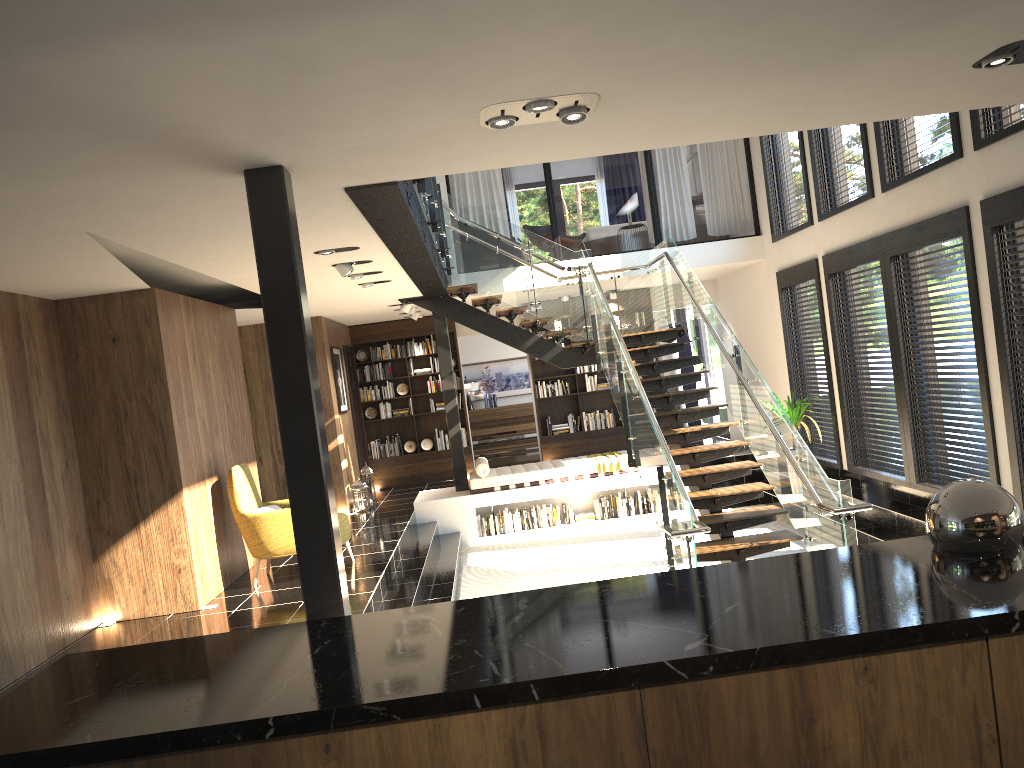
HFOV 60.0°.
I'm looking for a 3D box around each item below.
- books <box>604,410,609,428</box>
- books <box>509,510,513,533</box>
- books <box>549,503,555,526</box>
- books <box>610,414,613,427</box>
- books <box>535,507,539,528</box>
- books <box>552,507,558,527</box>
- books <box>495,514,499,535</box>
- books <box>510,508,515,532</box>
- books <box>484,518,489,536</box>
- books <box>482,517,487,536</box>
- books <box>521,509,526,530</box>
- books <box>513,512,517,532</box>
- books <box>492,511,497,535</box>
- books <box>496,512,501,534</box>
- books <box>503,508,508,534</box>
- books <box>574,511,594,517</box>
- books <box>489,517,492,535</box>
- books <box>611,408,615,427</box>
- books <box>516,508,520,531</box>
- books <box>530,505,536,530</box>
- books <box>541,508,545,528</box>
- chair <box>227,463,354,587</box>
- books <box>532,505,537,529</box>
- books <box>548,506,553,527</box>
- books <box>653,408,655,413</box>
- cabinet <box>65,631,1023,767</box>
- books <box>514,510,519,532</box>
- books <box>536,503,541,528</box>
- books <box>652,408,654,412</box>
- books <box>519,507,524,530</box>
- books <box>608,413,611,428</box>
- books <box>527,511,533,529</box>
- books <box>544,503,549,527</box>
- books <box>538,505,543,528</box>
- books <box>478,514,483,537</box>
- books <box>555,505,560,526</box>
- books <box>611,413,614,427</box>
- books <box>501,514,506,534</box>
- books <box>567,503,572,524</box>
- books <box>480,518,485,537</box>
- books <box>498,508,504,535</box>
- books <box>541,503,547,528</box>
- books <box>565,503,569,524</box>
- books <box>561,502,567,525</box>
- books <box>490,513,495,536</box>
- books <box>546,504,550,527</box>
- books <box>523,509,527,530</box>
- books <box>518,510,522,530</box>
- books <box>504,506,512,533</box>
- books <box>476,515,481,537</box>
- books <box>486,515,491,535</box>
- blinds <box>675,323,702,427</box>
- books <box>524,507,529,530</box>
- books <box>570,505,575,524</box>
[{"bbox_3d":[1.559,0.574,14.558,0.025,0.294,0.177,-8,1,-2],"label":"books"},{"bbox_3d":[-0.012,1.813,11.723,0.025,0.283,0.149,-8,1,-2],"label":"books"},{"bbox_3d":[0.535,1.735,11.817,0.036,0.293,0.128,-8,2,-2],"label":"books"},{"bbox_3d":[1.617,0.604,14.567,0.026,0.221,0.145,-8,1,-2],"label":"books"},{"bbox_3d":[0.330,1.774,11.802,0.029,0.271,0.128,-8,1,-2],"label":"books"},{"bbox_3d":[0.573,1.762,11.775,0.028,0.233,0.205,-8,1,-2],"label":"books"},{"bbox_3d":[-0.198,1.852,11.696,0.027,0.254,0.204,-8,1,-2],"label":"books"},{"bbox_3d":[0.008,1.795,11.733,0.021,0.313,0.139,-8,1,-2],"label":"books"},{"bbox_3d":[-0.336,1.891,11.735,0.029,0.211,0.130,-8,1,-2],"label":"books"},{"bbox_3d":[-0.365,1.881,11.706,0.027,0.241,0.150,-8,1,-2],"label":"books"},{"bbox_3d":[0.150,1.803,11.801,0.023,0.260,0.133,-8,1,-2],"label":"books"},{"bbox_3d":[0.038,1.828,11.732,0.029,0.240,0.165,-8,1,-2],"label":"books"},{"bbox_3d":[-0.230,1.826,11.731,0.029,0.314,0.163,-8,1,-2],"label":"books"},{"bbox_3d":[-0.173,1.836,11.729,0.028,0.279,0.120,-8,2,-2],"label":"books"},{"bbox_3d":[-0.089,1.810,11.701,0.028,0.309,0.211,-8,1,-2],"label":"books"},{"bbox_3d":[0.961,1.740,11.838,0.249,0.026,0.148,-8,1,-4],"label":"books"},{"bbox_3d":[-0.283,1.878,11.733,0.020,0.225,0.156,-8,1,-2],"label":"books"},{"bbox_3d":[1.660,0.554,14.578,0.022,0.307,0.131,-8,2,-2],"label":"books"},{"bbox_3d":[0.078,1.794,11.769,0.020,0.296,0.102,-8,2,-2],"label":"books"},{"bbox_3d":[0.273,1.767,11.770,0.033,0.299,0.195,-8,1,-2],"label":"books"},{"bbox_3d":[0.407,1.777,11.772,0.027,0.246,0.193,-8,1,-2],"label":"books"},{"bbox_3d":[-2.061,1.242,8.291,1.030,1.098,0.807,-8,1,-3],"label":"chair"},{"bbox_3d":[0.302,1.767,11.784,0.025,0.293,0.205,-8,1,-2],"label":"books"},{"bbox_3d":[0.504,1.760,11.806,0.034,0.252,0.151,-8,1,-2],"label":"books"},{"bbox_3d":[2.332,0.493,14.578,0.023,0.254,0.191,-8,1,-2],"label":"books"},{"bbox_3d":[0.653,1.032,2.100,3.563,0.994,0.698,-7,1,-2],"label":"cabinet"},{"bbox_3d":[0.060,1.809,11.746,0.021,0.271,0.148,-8,1,-2],"label":"books"},{"bbox_3d":[0.353,1.752,11.802,0.023,0.308,0.126,-8,2,-2],"label":"books"},{"bbox_3d":[2.310,0.506,14.586,0.022,0.234,0.178,-8,1,-2],"label":"books"},{"bbox_3d":[0.124,1.794,11.815,0.025,0.285,0.137,-8,1,-2],"label":"books"},{"bbox_3d":[1.589,0.593,14.546,0.028,0.250,0.162,-8,1,-2],"label":"books"},{"bbox_3d":[0.235,1.805,11.792,0.050,0.234,0.149,-8,1,-2],"label":"books"},{"bbox_3d":[0.452,1.741,11.785,0.020,0.305,0.172,-8,1,-2],"label":"books"},{"bbox_3d":[0.378,1.760,11.794,0.025,0.287,0.169,-8,1,-2],"label":"books"},{"bbox_3d":[-0.418,1.865,11.715,0.024,0.286,0.130,-8,1,-2],"label":"books"},{"bbox_3d":[0.610,1.744,11.784,0.050,0.258,0.215,-8,1,-2],"label":"books"},{"bbox_3d":[1.642,0.597,14.568,0.026,0.227,0.129,-8,1,-2],"label":"books"},{"bbox_3d":[-0.113,1.849,11.726,0.029,0.237,0.146,-8,1,-2],"label":"books"},{"bbox_3d":[0.768,1.723,11.813,0.020,0.257,0.154,-8,1,-2],"label":"books"},{"bbox_3d":[-0.390,1.890,11.702,0.024,0.229,0.171,-8,1,-2],"label":"books"},{"bbox_3d":[-0.147,1.811,11.701,0.030,0.322,0.202,-8,1,-2],"label":"books"},{"bbox_3d":[0.429,1.744,11.789,0.026,0.305,0.187,-8,1,-2],"label":"books"},{"bbox_3d":[0.735,1.730,11.838,0.045,0.252,0.142,-8,1,-2],"label":"books"},{"bbox_3d":[0.696,1.719,11.820,0.030,0.284,0.176,-8,1,-2],"label":"books"},{"bbox_3d":[-0.258,1.851,11.703,0.035,0.273,0.200,-8,1,-2],"label":"books"},{"bbox_3d":[0.474,1.744,11.790,0.023,0.293,0.157,-8,1,-2],"label":"books"},{"bbox_3d":[0.171,1.800,11.785,0.019,0.261,0.182,-8,1,-2],"label":"books"},{"bbox_3d":[0.101,1.816,11.816,0.026,0.247,0.149,-8,1,-2],"label":"books"},{"bbox_3d":[-0.054,1.791,11.722,0.051,0.338,0.187,-8,1,-2],"label":"books"},{"bbox_3d":[-0.442,1.876,11.730,0.025,0.270,0.156,-8,1,-2],"label":"books"},{"bbox_3d":[-0.310,1.865,11.739,0.030,0.256,0.145,-8,1,-2],"label":"books"},{"bbox_3d":[3.394,-0.384,17.341,0.161,2.771,1.080,-8,2,-3],"label":"blinds"},{"bbox_3d":[0.194,1.786,11.777,0.028,0.283,0.172,-8,1,-2],"label":"books"},{"bbox_3d":[0.795,1.739,11.815,0.030,0.218,0.186,-8,1,-2],"label":"books"}]
